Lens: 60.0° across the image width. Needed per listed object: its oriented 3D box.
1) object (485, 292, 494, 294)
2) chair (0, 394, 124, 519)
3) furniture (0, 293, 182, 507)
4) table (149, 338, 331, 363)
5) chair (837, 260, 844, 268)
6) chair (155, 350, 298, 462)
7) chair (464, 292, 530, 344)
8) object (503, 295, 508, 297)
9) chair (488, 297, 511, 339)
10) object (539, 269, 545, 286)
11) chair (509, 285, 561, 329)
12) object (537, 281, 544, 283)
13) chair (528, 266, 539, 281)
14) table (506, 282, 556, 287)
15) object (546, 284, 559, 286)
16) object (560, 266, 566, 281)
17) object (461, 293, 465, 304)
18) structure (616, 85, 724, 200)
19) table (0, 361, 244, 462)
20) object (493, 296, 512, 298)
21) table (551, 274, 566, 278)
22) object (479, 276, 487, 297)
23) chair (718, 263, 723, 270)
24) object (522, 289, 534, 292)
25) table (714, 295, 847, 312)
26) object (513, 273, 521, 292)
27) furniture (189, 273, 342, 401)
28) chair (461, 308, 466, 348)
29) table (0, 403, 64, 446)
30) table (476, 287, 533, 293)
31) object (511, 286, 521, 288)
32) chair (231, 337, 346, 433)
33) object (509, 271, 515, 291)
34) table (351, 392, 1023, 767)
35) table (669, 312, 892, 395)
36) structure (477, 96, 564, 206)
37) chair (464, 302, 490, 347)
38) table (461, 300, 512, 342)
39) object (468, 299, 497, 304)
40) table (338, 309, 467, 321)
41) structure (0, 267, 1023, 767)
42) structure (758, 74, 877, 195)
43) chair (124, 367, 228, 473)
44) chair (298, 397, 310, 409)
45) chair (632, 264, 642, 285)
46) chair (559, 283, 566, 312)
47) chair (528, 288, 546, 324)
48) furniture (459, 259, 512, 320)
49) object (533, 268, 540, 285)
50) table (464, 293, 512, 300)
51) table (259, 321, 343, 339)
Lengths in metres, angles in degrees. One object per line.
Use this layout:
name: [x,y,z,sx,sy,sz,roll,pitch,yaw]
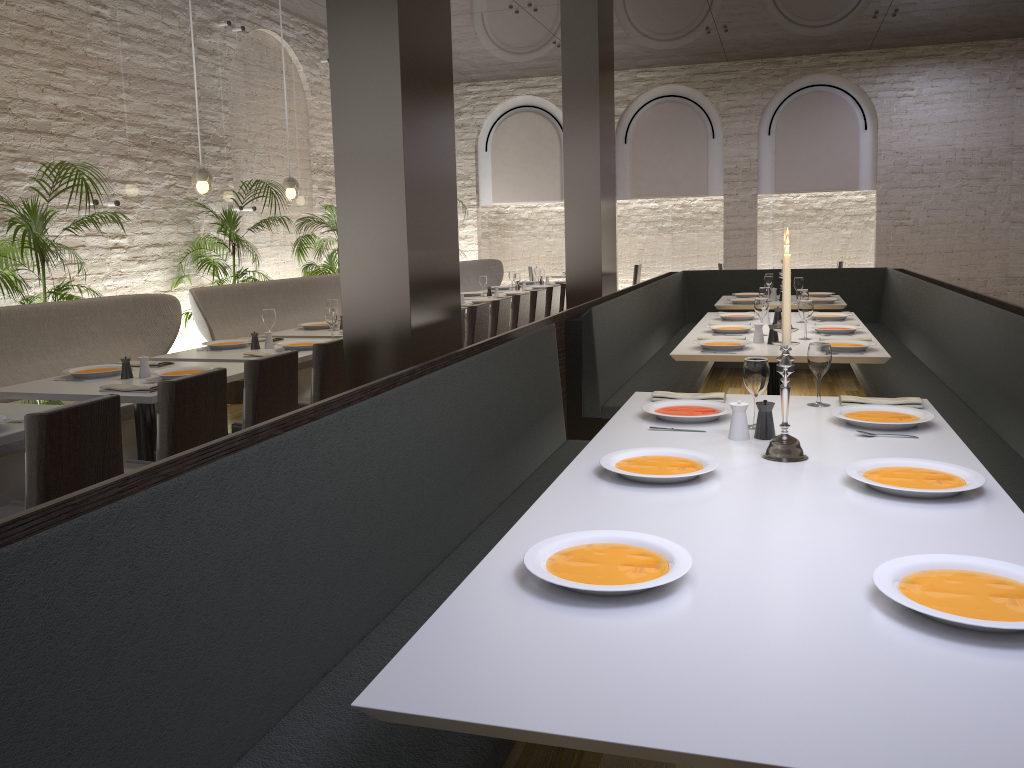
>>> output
object: [-0.349,-1.061,10.329,0.273,0.033,0.143,1,10,17]
chair: [-1.650,0.503,3.039,0.566,0.901,0.414,1,8,17]
furniture: [-2.812,0.279,4.002,0.709,1.091,4.500,1,10,17]
table: [-1.535,0.148,5.602,0.936,0.756,1.016,1,9,17]
chair: [4.828,-1.451,13.737,0.566,0.901,0.414,1,8,17]
chair: [-1.306,0.308,4.161,0.566,0.901,0.414,1,8,17]
chair: [-0.133,-0.360,7.990,0.566,0.901,0.414,1,8,17]
object: [-0.010,-0.962,9.679,0.181,0.015,0.038,2,10,18]
chair: [-0.305,-0.263,7.429,0.566,0.901,0.414,1,8,17]
object: [0.379,-1.327,11.163,0.086,0.229,0.087,-8,10,-43]
chair: [0.203,-0.552,9.089,0.566,0.901,0.414,1,8,17]
object: [0.303,-1.433,12.457,0.273,0.033,0.143,1,10,17]
chair: [0.593,-1.549,15.029,0.566,0.901,0.414,1,8,17]
table: [0.458,-0.987,12.107,0.936,0.756,1.016,1,9,17]
object: [0.594,-1.305,11.639,0.273,0.033,0.143,1,10,17]
object: [0.706,-1.513,12.233,0.086,0.229,0.087,-8,10,-43]
object: [-0.497,-0.855,8.831,0.059,0.109,0.060,0,8,9]
structure: [2.384,-3.669,13.451,1.633,1.666,0.098,1,8,17]
table: [-1.864,0.335,4.527,0.936,0.756,1.016,1,9,17]
object: [-0.057,-0.933,9.511,0.273,0.033,0.143,1,10,17]
table: [1.227,-1.464,14.850,0.936,0.756,1.016,1,9,17]
object: [-0.316,-1.076,9.767,0.086,0.229,0.087,-8,10,-43]
chair: [3.574,-1.480,14.120,0.566,0.901,0.414,1,8,17]
object: [0.263,-1.116,10.557,0.273,0.033,0.143,1,10,17]
table: [2.490,-0.404,8.258,1.100,0.756,1.195,1,9,17]
object: [0.060,-1.145,10.123,0.086,0.229,0.087,-8,10,-43]
furniture: [-1.464,-0.489,8.404,0.709,1.091,4.500,1,10,17]
chair: [-0.632,-0.076,6.362,0.566,0.901,0.414,1,8,17]
table: [-2.227,0.542,3.340,0.936,0.756,1.016,1,9,17]
table: [0.126,-0.799,11.026,0.936,0.756,1.016,1,9,17]
object: [-0.028,-1.244,11.376,0.273,0.033,0.143,1,10,17]
chair: [-1.134,0.209,4.724,0.566,0.901,0.414,1,8,17]
object: [0.003,-1.257,10.808,0.086,0.229,0.087,-8,10,-43]
table: [0.677,0.629,2.337,1.100,0.756,2.552,1,10,17]
table: [1.747,0.019,5.833,1.100,0.756,2.552,1,10,17]
structure: [0.222,-3.719,14.110,1.633,1.666,0.098,1,8,17]
chair: [-0.469,-0.169,6.894,0.566,0.901,0.414,1,8,17]
table: [-0.519,-0.431,8.918,0.936,0.756,1.016,1,9,17]
object: [-0.277,-0.815,8.789,0.322,0.036,0.323,-2,9,-5]
table: [-0.859,-0.237,7.807,0.936,0.756,1.016,1,9,17]
structure: [1.305,0.161,4.318,2.372,0.995,10.807,1,10,17]
structure: [4.411,-3.622,12.833,1.633,1.666,0.098,1,8,17]
chair: [-1.470,0.401,3.624,0.566,0.901,0.414,1,8,17]
chair: [-0.969,0.116,5.262,0.566,0.901,0.414,1,8,17]
chair: [1.848,-1.520,14.646,0.566,0.901,0.414,1,8,17]
chair: [0.365,-0.644,9.618,0.566,0.901,0.414,1,8,17]
chair: [0.032,-0.455,8.529,0.566,0.901,0.414,1,8,17]
furniture: [-0.396,-1.098,11.892,0.707,1.091,2.599,1,9,17]
object: [0.331,-1.444,11.877,0.086,0.229,0.087,-8,10,-43]
table: [-0.194,-0.616,9.979,0.936,0.756,1.016,1,9,17]
table: [-1.197,-0.045,6.705,0.936,0.756,1.016,1,9,17]
